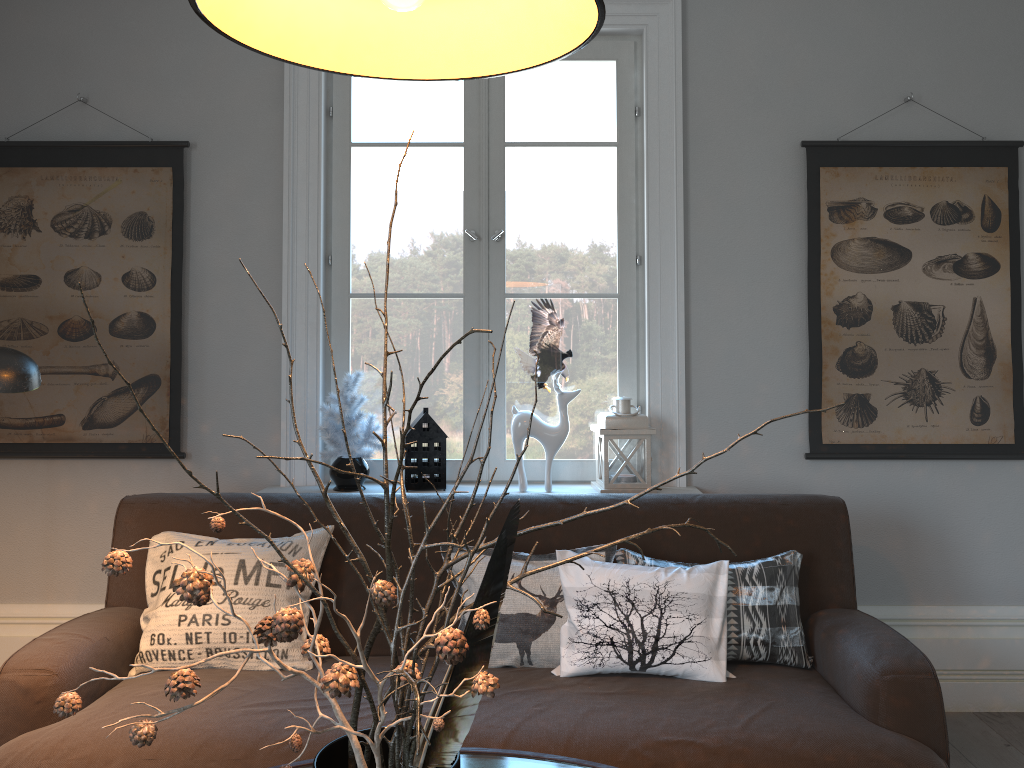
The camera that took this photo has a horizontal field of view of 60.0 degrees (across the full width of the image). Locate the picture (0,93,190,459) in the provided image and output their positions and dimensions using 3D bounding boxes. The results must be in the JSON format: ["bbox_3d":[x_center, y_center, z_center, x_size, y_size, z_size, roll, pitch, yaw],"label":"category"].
[{"bbox_3d":[-1.627,-0.162,3.186,0.793,1.313,0.057,0,2,2],"label":"picture"}]

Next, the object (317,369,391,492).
[{"bbox_3d":[-0.647,0.374,3.120,0.265,0.423,0.245,0,1,37],"label":"object"}]

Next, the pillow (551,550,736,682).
[{"bbox_3d":[0.280,0.754,2.316,0.471,0.309,0.188,0,1,2],"label":"pillow"}]

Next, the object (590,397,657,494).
[{"bbox_3d":[0.313,0.422,3.081,0.193,0.322,0.193,0,1,-5],"label":"object"}]

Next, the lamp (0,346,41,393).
[{"bbox_3d":[-1.642,0.524,2.404,1.884,1.643,0.787,0,1,39],"label":"lamp"}]

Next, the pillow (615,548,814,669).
[{"bbox_3d":[0.482,0.770,2.423,0.542,0.288,0.182,0,1,3],"label":"pillow"}]

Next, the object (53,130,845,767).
[{"bbox_3d":[-0.059,0.266,1.027,0.844,1.065,0.529,0,1,-28],"label":"object"}]

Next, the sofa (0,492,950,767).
[{"bbox_3d":[-0.152,0.920,2.340,2.166,0.824,0.967,0,0,1],"label":"sofa"}]

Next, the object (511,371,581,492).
[{"bbox_3d":[0.046,0.377,3.029,0.239,0.410,0.128,0,1,-2],"label":"object"}]

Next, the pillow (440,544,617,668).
[{"bbox_3d":[-0.012,0.767,2.400,0.472,0.347,0.159,0,1,-1],"label":"pillow"}]

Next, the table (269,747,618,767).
[{"bbox_3d":[-0.165,1.049,1.117,1.296,0.502,1.302,0,-2,-6],"label":"table"}]

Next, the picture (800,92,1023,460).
[{"bbox_3d":[1.360,-0.170,3.103,0.793,1.313,0.057,0,2,2],"label":"picture"}]

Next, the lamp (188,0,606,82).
[{"bbox_3d":[-0.159,-0.911,1.060,0.498,1.075,0.509,-1,1,-42],"label":"lamp"}]

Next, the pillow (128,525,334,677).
[{"bbox_3d":[-0.819,0.758,2.462,0.519,0.368,0.239,0,1,1],"label":"pillow"}]

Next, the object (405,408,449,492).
[{"bbox_3d":[-0.376,0.444,3.122,0.155,0.284,0.155,0,1,-9],"label":"object"}]
